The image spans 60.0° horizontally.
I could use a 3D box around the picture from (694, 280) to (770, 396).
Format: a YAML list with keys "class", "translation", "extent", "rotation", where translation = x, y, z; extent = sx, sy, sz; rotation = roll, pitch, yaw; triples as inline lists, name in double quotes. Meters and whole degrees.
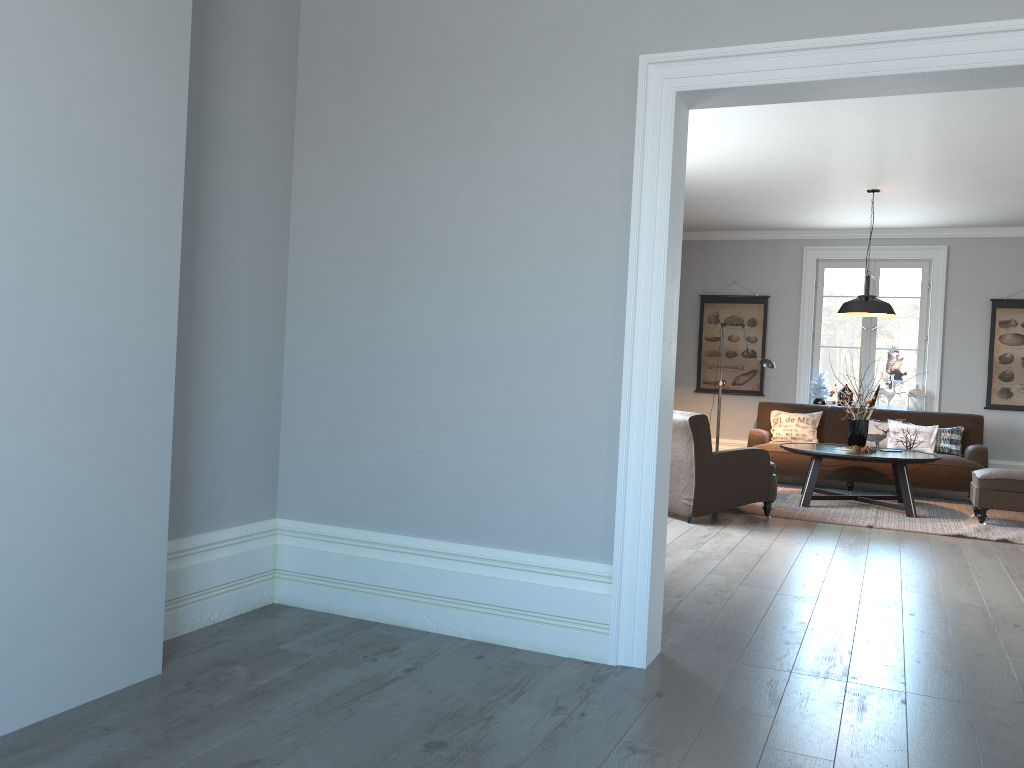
- class: "picture"
  translation: [2.521, -0.536, 10.162]
  extent: [0.793, 1.313, 0.057]
  rotation: [3, 1, 23]

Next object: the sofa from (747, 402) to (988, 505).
- class: "sofa"
  translation: [3.490, 0.656, 8.821]
  extent: [2.165, 0.824, 0.968]
  rotation: [3, 1, 23]

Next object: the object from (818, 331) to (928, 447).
- class: "object"
  translation: [3.100, 0.050, 7.586]
  extent: [0.853, 1.066, 0.525]
  rotation: [3, 1, -6]

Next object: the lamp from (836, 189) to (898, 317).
- class: "lamp"
  translation: [3.091, -1.134, 7.670]
  extent: [0.504, 1.076, 0.504]
  rotation: [3, 1, -19]

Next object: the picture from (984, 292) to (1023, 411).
- class: "picture"
  translation: [5.261, -0.376, 8.981]
  extent: [0.793, 1.313, 0.057]
  rotation: [3, 1, 23]

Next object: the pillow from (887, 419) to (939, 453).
- class: "pillow"
  translation: [3.892, 0.514, 8.641]
  extent: [0.471, 0.309, 0.188]
  rotation: [3, 1, 24]

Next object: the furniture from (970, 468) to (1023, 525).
- class: "furniture"
  translation: [3.951, 0.901, 7.006]
  extent: [0.583, 0.440, 0.574]
  rotation: [3, 1, 23]

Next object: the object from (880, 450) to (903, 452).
- class: "object"
  translation: [3.334, 0.585, 7.793]
  extent: [0.207, 0.011, 0.051]
  rotation: [3, 1, -17]

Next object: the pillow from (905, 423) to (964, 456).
- class: "pillow"
  translation: [4.120, 0.538, 8.665]
  extent: [0.542, 0.288, 0.183]
  rotation: [3, 1, 25]

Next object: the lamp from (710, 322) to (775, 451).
- class: "lamp"
  translation: [2.157, 0.176, 9.437]
  extent: [0.797, 1.644, 1.864]
  rotation: [2, 1, -29]

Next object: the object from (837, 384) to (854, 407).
- class: "object"
  translation: [3.620, 0.142, 9.631]
  extent: [0.155, 0.284, 0.155]
  rotation: [3, 1, 13]

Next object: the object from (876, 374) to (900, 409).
- class: "object"
  translation: [3.978, 0.101, 9.390]
  extent: [0.239, 0.410, 0.128]
  rotation: [3, 1, 20]

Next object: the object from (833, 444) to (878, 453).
- class: "object"
  translation: [2.982, 0.549, 7.603]
  extent: [0.404, 0.067, 0.153]
  rotation: [4, 1, 41]

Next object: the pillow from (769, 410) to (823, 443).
- class: "pillow"
  translation: [2.929, 0.453, 9.182]
  extent: [0.519, 0.368, 0.240]
  rotation: [3, 1, 23]

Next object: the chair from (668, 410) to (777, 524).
- class: "chair"
  translation: [1.497, 0.607, 6.855]
  extent: [0.970, 0.795, 0.807]
  rotation: [2, 1, -26]

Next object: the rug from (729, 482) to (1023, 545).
- class: "rug"
  translation: [3.021, 1.021, 7.720]
  extent: [2.819, 0.090, 2.400]
  rotation: [3, 1, 24]

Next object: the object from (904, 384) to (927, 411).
- class: "object"
  translation: [4.244, 0.159, 9.339]
  extent: [0.193, 0.322, 0.193]
  rotation: [3, 1, 17]

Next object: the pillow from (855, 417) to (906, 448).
- class: "pillow"
  translation: [3.653, 0.508, 8.826]
  extent: [0.472, 0.347, 0.159]
  rotation: [3, 1, 21]

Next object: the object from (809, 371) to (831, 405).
- class: "object"
  translation: [3.371, 0.056, 9.731]
  extent: [0.247, 0.424, 0.263]
  rotation: [2, 1, -31]

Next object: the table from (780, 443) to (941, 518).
- class: "table"
  translation: [2.989, 0.824, 7.696]
  extent: [1.300, 0.503, 1.300]
  rotation: [3, 1, 16]
